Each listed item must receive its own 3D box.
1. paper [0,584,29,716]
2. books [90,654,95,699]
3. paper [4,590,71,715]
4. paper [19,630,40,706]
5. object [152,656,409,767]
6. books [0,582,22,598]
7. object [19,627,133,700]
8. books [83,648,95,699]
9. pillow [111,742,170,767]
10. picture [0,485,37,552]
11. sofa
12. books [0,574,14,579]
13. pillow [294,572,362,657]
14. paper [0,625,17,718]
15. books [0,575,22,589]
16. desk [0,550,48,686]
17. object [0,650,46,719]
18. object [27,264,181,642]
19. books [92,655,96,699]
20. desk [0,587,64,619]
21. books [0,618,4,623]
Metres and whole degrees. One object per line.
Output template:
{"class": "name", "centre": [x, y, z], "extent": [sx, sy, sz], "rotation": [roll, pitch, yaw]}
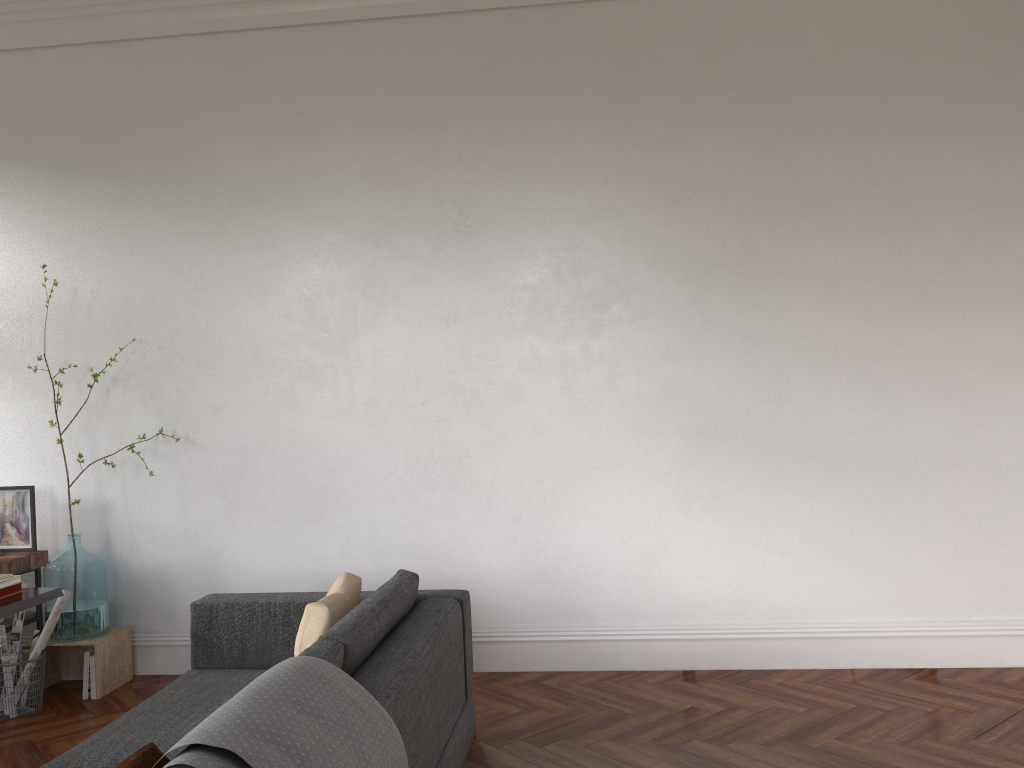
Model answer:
{"class": "paper", "centre": [-2.586, 1.371, 4.604], "extent": [0.047, 0.626, 0.294], "rotation": [-2, 0, -2]}
{"class": "books", "centre": [-2.208, 1.554, 4.758], "extent": [0.012, 0.232, 0.170], "rotation": [-2, 0, 6]}
{"class": "paper", "centre": [-2.410, 1.361, 4.504], "extent": [0.330, 0.609, 0.047], "rotation": [-2, 0, -14]}
{"class": "paper", "centre": [-2.513, 1.484, 4.616], "extent": [0.026, 0.388, 0.126], "rotation": [-2, 0, 28]}
{"class": "object", "centre": [-0.518, 0.932, 2.124], "extent": [0.400, 0.387, 0.752], "rotation": [-2, -1, 6]}
{"class": "books", "centre": [-2.185, 0.867, 3.693], "extent": [0.159, 0.040, 0.215], "rotation": [-2, -1, 8]}
{"class": "object", "centre": [-2.383, 1.536, 4.865], "extent": [0.435, 0.316, 0.341], "rotation": [-2, -1, 6]}
{"class": "books", "centre": [-2.239, 1.543, 4.768], "extent": [0.054, 0.257, 0.187], "rotation": [-2, 0, 6]}
{"class": "pillow", "centre": [-0.966, 0.985, 1.829], "extent": [0.330, 0.396, 0.469], "rotation": [-3, -1, 43]}
{"class": "picture", "centre": [-2.827, 0.762, 5.005], "extent": [0.282, 0.369, 0.023], "rotation": [-2, 0, 6]}
{"class": "sofa", "centre": [-0.932, 1.201, 2.769], "extent": [1.262, 0.829, 2.645], "rotation": [-2, -1, 6]}
{"class": "books", "centre": [-2.201, 0.815, 3.714], "extent": [0.128, 0.008, 0.159], "rotation": [-2, -1, 7]}
{"class": "pillow", "centre": [-0.718, 0.981, 3.362], "extent": [0.225, 0.460, 0.486], "rotation": [-2, -1, 5]}
{"class": "paper", "centre": [-2.524, 1.439, 4.434], "extent": [0.033, 0.479, 0.073], "rotation": [-2, 0, 43]}
{"class": "books", "centre": [-2.190, 0.834, 3.702], "extent": [0.164, 0.028, 0.207], "rotation": [-2, -1, 4]}
{"class": "desk", "centre": [-3.539, 1.351, 4.792], "extent": [1.798, 0.758, 0.647], "rotation": [-2, -1, 6]}
{"class": "object", "centre": [-2.514, 1.541, 4.517], "extent": [0.260, 0.305, 0.261], "rotation": [-2, -1, -30]}
{"class": "object", "centre": [-2.253, 0.348, 4.922], "extent": [0.807, 2.058, 0.354], "rotation": [-2, 0, -13]}
{"class": "books", "centre": [-2.195, 1.554, 4.757], "extent": [0.012, 0.232, 0.170], "rotation": [-2, 0, 6]}
{"class": "desk", "centre": [-2.554, 1.259, 2.798], "extent": [1.030, 0.751, 2.226], "rotation": [-2, -1, 6]}
{"class": "books", "centre": [-2.850, 1.260, 4.617], "extent": [0.225, 0.038, 0.309], "rotation": [-2, -1, 5]}
